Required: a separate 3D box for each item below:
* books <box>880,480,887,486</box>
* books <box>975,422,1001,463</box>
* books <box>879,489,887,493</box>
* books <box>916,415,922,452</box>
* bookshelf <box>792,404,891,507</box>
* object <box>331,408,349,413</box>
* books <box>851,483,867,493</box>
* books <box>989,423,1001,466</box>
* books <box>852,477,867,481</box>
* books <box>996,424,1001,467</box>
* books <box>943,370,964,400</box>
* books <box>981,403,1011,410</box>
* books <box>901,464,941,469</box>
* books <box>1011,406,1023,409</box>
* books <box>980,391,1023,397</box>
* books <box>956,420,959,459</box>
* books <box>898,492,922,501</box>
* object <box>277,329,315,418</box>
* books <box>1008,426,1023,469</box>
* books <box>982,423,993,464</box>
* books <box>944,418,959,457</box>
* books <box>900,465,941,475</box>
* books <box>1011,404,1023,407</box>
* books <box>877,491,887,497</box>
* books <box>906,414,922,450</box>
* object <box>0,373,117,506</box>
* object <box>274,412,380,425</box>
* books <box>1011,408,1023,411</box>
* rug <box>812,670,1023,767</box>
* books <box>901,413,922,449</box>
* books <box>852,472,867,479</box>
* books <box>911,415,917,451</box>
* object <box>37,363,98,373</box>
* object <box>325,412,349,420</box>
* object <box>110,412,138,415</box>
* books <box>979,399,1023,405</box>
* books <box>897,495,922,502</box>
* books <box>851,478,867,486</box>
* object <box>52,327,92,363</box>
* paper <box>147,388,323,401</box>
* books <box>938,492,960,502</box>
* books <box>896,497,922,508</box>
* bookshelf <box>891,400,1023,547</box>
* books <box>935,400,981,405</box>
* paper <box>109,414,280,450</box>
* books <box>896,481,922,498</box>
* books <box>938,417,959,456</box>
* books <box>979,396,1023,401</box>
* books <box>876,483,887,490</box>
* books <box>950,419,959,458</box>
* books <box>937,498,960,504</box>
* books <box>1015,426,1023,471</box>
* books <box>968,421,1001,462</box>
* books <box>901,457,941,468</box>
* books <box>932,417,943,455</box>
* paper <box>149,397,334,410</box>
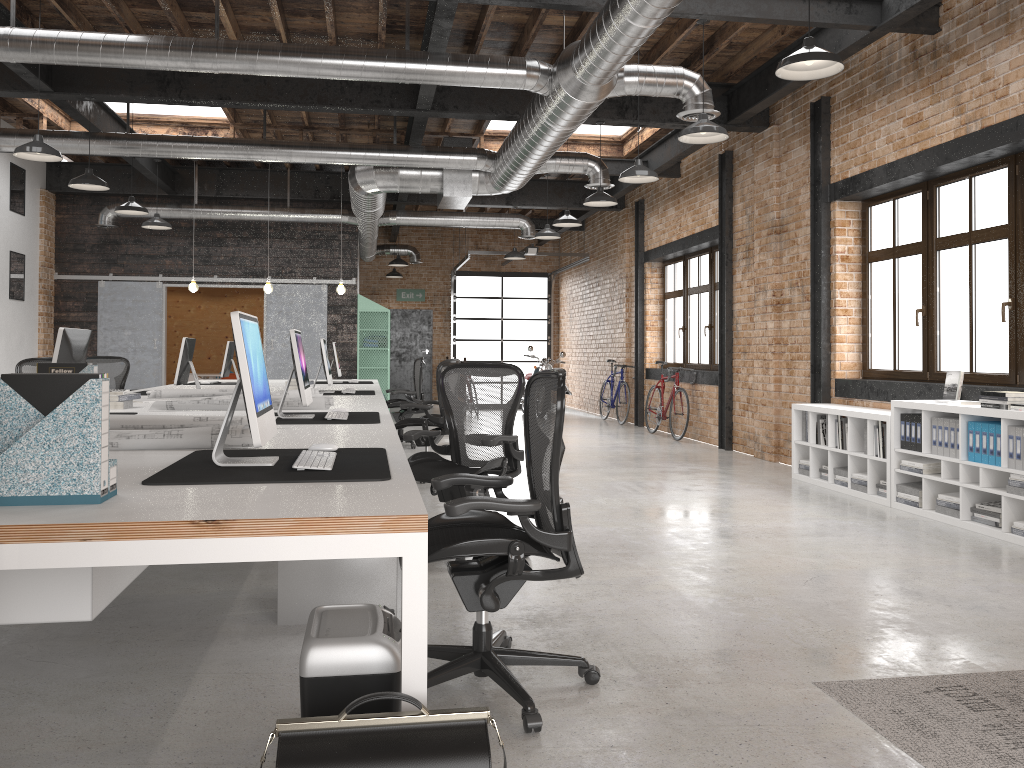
[{"bbox_3d":[2.961,0.753,6.742,0.199,0.054,0.240,0,2,-9],"label":"books"},{"bbox_3d":[3.124,0.378,5.744,0.232,0.261,0.062,0,-1,-9],"label":"books"},{"bbox_3d":[2.939,0.813,6.750,0.163,0.047,0.239,0,2,-9],"label":"books"},{"bbox_3d":[3.029,0.356,6.366,0.232,0.261,0.062,0,-1,-9],"label":"books"},{"bbox_3d":[2.891,0.550,7.405,0.400,0.685,1.544,0,1,-9],"label":"bookshelf"},{"bbox_3d":[-1.019,0.158,5.253,0.106,0.028,0.059,0,1,-10],"label":"object"},{"bbox_3d":[2.875,0.823,7.068,0.217,0.072,0.289,0,2,-9],"label":"books"},{"bbox_3d":[3.145,0.383,5.616,0.232,0.261,0.062,0,-1,-9],"label":"books"},{"bbox_3d":[2.874,0.746,7.053,0.219,0.039,0.260,0,2,-9],"label":"books"},{"bbox_3d":[3.155,0.385,5.552,0.232,0.261,0.062,0,-1,-9],"label":"books"},{"bbox_3d":[3.241,0.014,6.505,0.065,0.224,0.161,0,0,-9],"label":"books"},{"bbox_3d":[3.145,0.141,5.619,0.191,0.032,0.259,0,2,-7],"label":"books"},{"bbox_3d":[2.983,0.584,6.396,0.219,0.034,0.260,0,2,-9],"label":"books"},{"bbox_3d":[3.185,0.145,5.353,0.187,0.014,0.248,0,2,-11],"label":"books"},{"bbox_3d":[3.143,0.065,5.629,0.190,0.028,0.239,0,2,-7],"label":"books"},{"bbox_3d":[3.104,0.371,5.946,0.232,0.261,0.062,0,-1,-9],"label":"books"},{"bbox_3d":[2.974,0.805,6.435,0.214,0.046,0.251,0,2,-9],"label":"books"},{"bbox_3d":[-1.196,-0.058,4.922,0.189,0.485,0.484,0,1,-9],"label":"object"},{"bbox_3d":[3.173,0.389,5.447,0.232,0.261,0.062,0,-1,-9],"label":"books"},{"bbox_3d":[3.135,0.380,5.680,0.232,0.261,0.062,0,-1,-9],"label":"books"},{"bbox_3d":[3.083,0.367,6.074,0.232,0.261,0.062,0,-1,-9],"label":"books"},{"bbox_3d":[2.978,0.610,6.403,0.207,0.061,0.274,0,2,-9],"label":"books"},{"bbox_3d":[3.193,0.133,5.352,0.202,0.012,0.251,0,2,-8],"label":"books"},{"bbox_3d":[2.944,0.842,6.764,0.184,0.049,0.261,0,2,-9],"label":"books"},{"bbox_3d":[3.008,0.352,6.494,0.232,0.261,0.062,0,-1,-9],"label":"books"},{"bbox_3d":[-1.139,0.131,2.180,0.280,0.312,0.150,0,0,-9],"label":"object"},{"bbox_3d":[-1.084,0.188,4.929,0.687,0.008,0.848,0,2,-9],"label":"object"},{"bbox_3d":[3.185,0.159,5.348,0.187,0.014,0.253,0,2,-9],"label":"books"},{"bbox_3d":[2.625,1.085,1.808,2.729,0.004,2.997,0,2,-9],"label":"rug"},{"bbox_3d":[2.998,0.349,6.556,0.232,0.261,0.062,0,-1,-9],"label":"books"},{"bbox_3d":[2.874,0.728,7.049,0.214,0.052,0.252,0,2,-9],"label":"books"},{"bbox_3d":[3.019,0.354,6.430,0.232,0.261,0.062,0,-1,-9],"label":"books"},{"bbox_3d":[-2.167,0.053,4.316,0.280,0.312,0.150,0,0,-9],"label":"object"},{"bbox_3d":[-0.973,0.176,4.928,0.118,0.017,0.439,0,2,-9],"label":"object"},{"bbox_3d":[-2.491,0.187,4.791,0.687,0.008,0.848,0,2,-8],"label":"object"},{"bbox_3d":[3.137,0.113,5.626,0.191,0.023,0.242,0,2,-11],"label":"books"},{"bbox_3d":[2.974,0.823,6.439,0.219,0.034,0.260,0,2,-9],"label":"books"},{"bbox_3d":[2.870,0.772,7.060,0.207,0.067,0.275,0,2,-9],"label":"books"},{"bbox_3d":[-2.374,-0.059,4.800,0.189,0.485,0.484,0,1,-9],"label":"object"},{"bbox_3d":[-2.167,0.080,6.919,0.975,0.105,1.075,-2,3,-45],"label":"paper"},{"bbox_3d":[3.065,0.765,6.004,0.214,0.052,0.252,0,2,-9],"label":"books"},{"bbox_3d":[2.970,0.849,6.446,0.207,0.061,0.274,0,2,-9],"label":"books"},{"bbox_3d":[3.147,0.547,5.874,0.400,0.800,1.544,0,1,-9],"label":"bookshelf"},{"bbox_3d":[3.101,0.127,6.146,0.174,0.021,0.273,0,2,-9],"label":"books"},{"bbox_3d":[-1.505,0.192,3.767,0.975,0.105,1.075,0,2,-12],"label":"paper"},{"bbox_3d":[2.976,0.768,6.454,0.217,0.078,0.291,0,2,-9],"label":"books"},{"bbox_3d":[3.073,0.364,6.138,0.232,0.261,0.062,0,-1,-9],"label":"books"},{"bbox_3d":[3.147,0.090,5.620,0.212,0.023,0.259,0,2,-9],"label":"books"},{"bbox_3d":[2.961,0.785,6.767,0.222,0.055,0.282,0,2,-9],"label":"books"},{"bbox_3d":[3.094,0.369,6.010,0.232,0.261,0.062,0,-1,-9],"label":"books"},{"bbox_3d":[3.065,0.783,6.008,0.219,0.039,0.260,0,2,-9],"label":"books"},{"bbox_3d":[3.183,0.391,5.385,0.232,0.261,0.062,0,-1,-9],"label":"books"},{"bbox_3d":[3.114,0.376,5.807,0.232,0.261,0.062,0,-1,-9],"label":"books"},{"bbox_3d":[2.983,0.566,6.392,0.214,0.046,0.251,0,2,-9],"label":"books"},{"bbox_3d":[3.063,0.362,6.201,0.232,0.261,0.062,0,-1,-9],"label":"books"},{"bbox_3d":[-1.698,0.126,5.585,1.134,0.082,0.083,0,1,-15],"label":"paper"}]
